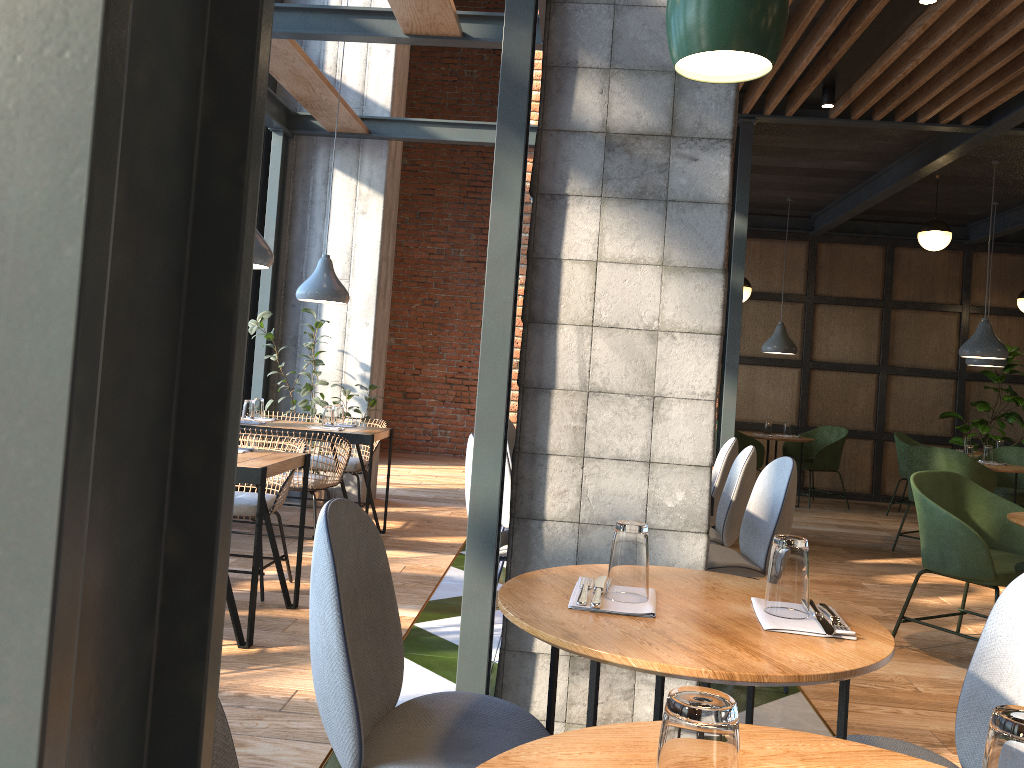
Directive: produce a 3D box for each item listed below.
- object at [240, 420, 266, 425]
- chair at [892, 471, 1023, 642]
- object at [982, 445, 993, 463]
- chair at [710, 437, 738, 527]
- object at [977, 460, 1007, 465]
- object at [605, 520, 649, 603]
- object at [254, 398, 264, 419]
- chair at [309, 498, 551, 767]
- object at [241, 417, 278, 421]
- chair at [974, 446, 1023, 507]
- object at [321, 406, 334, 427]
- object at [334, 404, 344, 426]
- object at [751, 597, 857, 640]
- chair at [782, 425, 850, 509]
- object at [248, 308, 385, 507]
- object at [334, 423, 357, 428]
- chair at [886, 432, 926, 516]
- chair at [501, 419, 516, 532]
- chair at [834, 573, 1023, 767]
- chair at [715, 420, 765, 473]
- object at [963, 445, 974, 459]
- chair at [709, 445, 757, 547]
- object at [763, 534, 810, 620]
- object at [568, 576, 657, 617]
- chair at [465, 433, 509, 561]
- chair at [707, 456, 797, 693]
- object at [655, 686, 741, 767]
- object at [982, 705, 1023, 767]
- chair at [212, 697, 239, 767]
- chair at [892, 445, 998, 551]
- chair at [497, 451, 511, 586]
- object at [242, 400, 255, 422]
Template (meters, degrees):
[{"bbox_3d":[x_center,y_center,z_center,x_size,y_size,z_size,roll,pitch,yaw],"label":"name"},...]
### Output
[{"bbox_3d":[-1.692,0.237,5.623,0.242,0.019,0.157,4,1,3],"label":"object"},{"bbox_3d":[2.154,0.843,4.084,0.637,0.820,0.515,5,-1,-31],"label":"chair"},{"bbox_3d":[3.799,0.560,7.074,0.080,0.138,0.080,3,-2,41],"label":"object"},{"bbox_3d":[0.927,0.710,4.739,0.508,0.889,0.417,4,-1,11],"label":"chair"},{"bbox_3d":[3.825,0.628,7.066,0.157,0.019,0.243,4,1,-32],"label":"object"},{"bbox_3d":[0.218,0.327,1.644,0.080,0.138,0.080,4,-1,-18],"label":"object"},{"bbox_3d":[-1.702,0.165,5.938,0.080,0.138,0.080,5,-1,-23],"label":"object"},{"bbox_3d":[-0.143,0.681,1.674,0.508,0.889,0.417,4,-1,5],"label":"chair"},{"bbox_3d":[-1.684,0.232,5.957,0.243,0.019,0.157,4,1,4],"label":"object"},{"bbox_3d":[4.089,0.931,7.301,0.514,0.820,0.639,5,-1,-36],"label":"chair"},{"bbox_3d":[-1.163,0.208,5.611,0.080,0.138,0.080,5,-1,-23],"label":"object"},{"bbox_3d":[-1.156,0.205,5.899,0.080,0.138,0.080,5,-1,-23],"label":"object"},{"bbox_3d":[0.518,0.416,1.586,0.157,0.019,0.242,4,1,9],"label":"object"},{"bbox_3d":[3.114,0.833,9.140,0.514,0.820,0.639,5,-1,-21],"label":"chair"},{"bbox_3d":[-1.555,0.192,6.752,0.860,1.500,0.896,4,-1,23],"label":"object"},{"bbox_3d":[-1.138,0.272,5.919,0.243,0.019,0.157,4,1,4],"label":"object"},{"bbox_3d":[4.048,0.906,8.745,0.515,0.820,0.637,3,-1,36],"label":"chair"},{"bbox_3d":[0.143,0.646,5.250,0.508,0.889,0.417,4,-1,10],"label":"chair"},{"bbox_3d":[0.742,0.746,1.580,0.508,0.889,0.417,4,-1,10],"label":"chair"},{"bbox_3d":[2.162,0.771,8.752,0.514,0.820,0.639,5,-1,-21],"label":"chair"},{"bbox_3d":[3.562,0.545,6.912,0.080,0.138,0.080,3,-2,41],"label":"object"},{"bbox_3d":[0.866,0.715,4.169,0.508,0.889,0.417,4,-1,10],"label":"chair"},{"bbox_3d":[0.503,0.348,1.612,0.080,0.138,0.080,5,-1,-28],"label":"object"},{"bbox_3d":[0.192,0.391,1.658,0.157,0.019,0.242,4,1,9],"label":"object"},{"bbox_3d":[0.038,0.663,3.660,0.507,0.889,0.418,4,-1,1],"label":"chair"},{"bbox_3d":[0.868,0.724,3.594,0.507,0.889,0.418,4,-1,0],"label":"chair"},{"bbox_3d":[0.158,0.336,0.755,0.080,0.138,0.080,4,-1,14],"label":"object"},{"bbox_3d":[0.445,0.357,0.765,0.080,0.138,0.080,3,-2,44],"label":"object"},{"bbox_3d":[-0.185,0.692,0.758,0.508,0.889,0.417,4,-1,5],"label":"chair"},{"bbox_3d":[3.270,0.882,6.679,0.514,0.820,0.639,5,-1,-41],"label":"chair"},{"bbox_3d":[0.116,0.660,4.229,0.507,0.889,0.418,4,-1,0],"label":"chair"},{"bbox_3d":[-1.679,0.171,5.648,0.080,0.138,0.080,3,-1,36],"label":"object"}]
